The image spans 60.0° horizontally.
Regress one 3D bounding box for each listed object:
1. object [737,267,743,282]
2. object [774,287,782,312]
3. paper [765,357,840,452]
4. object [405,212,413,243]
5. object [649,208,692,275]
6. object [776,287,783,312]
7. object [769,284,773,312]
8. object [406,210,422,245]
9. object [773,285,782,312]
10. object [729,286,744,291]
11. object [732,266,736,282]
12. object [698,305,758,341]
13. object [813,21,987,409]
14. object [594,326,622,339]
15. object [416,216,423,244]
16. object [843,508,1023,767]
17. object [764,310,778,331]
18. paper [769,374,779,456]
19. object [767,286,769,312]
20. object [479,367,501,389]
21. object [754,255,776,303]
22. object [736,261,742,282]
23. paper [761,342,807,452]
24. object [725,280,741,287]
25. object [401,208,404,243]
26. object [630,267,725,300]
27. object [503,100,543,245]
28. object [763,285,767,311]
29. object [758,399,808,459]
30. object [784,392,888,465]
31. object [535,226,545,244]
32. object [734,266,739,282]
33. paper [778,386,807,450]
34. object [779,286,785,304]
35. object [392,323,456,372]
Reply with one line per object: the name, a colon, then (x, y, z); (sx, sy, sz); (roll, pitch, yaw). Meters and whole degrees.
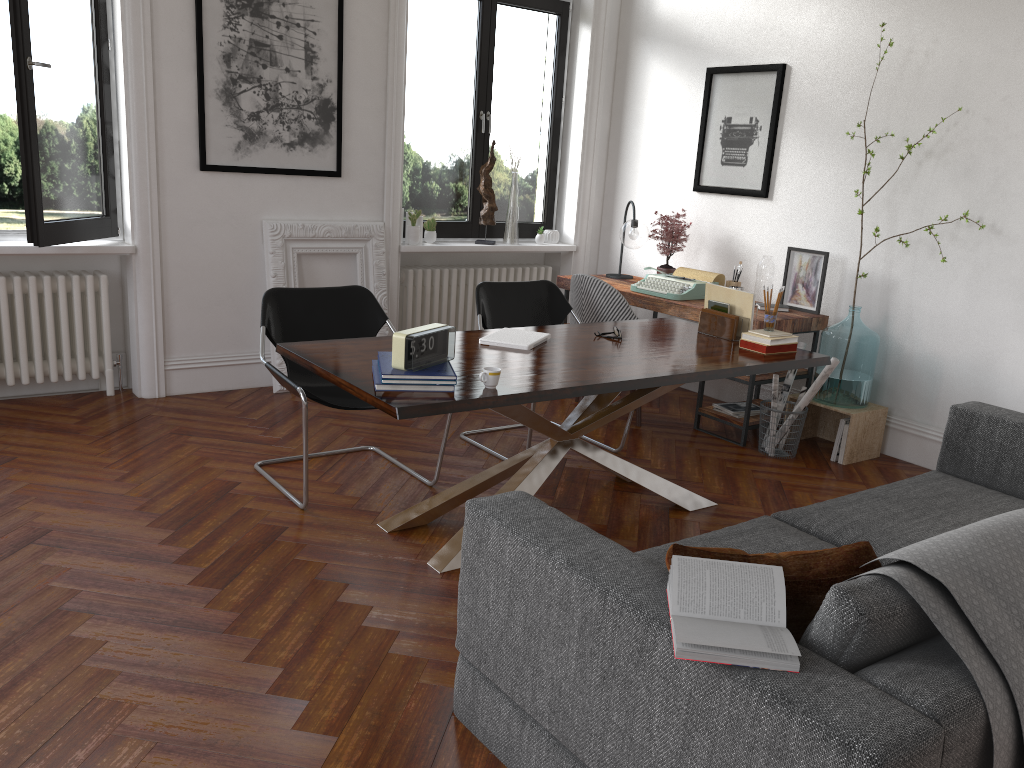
object: (1.444, -0.650, 5.687); (0.054, 0.208, 0.008); (15, 19, 35)
object: (1.209, -0.350, 4.068); (0.008, 0.194, 0.049); (0, 16, -12)
paper: (1.599, 0.126, 4.903); (0.329, 0.613, 0.047); (14, 18, 32)
object: (-0.719, -1.092, 6.200); (0.051, 0.214, 0.051); (3, 15, -2)
object: (1.076, -0.951, 6.117); (0.290, 0.532, 0.307); (6, 15, 8)
object: (1.221, -0.353, 4.076); (0.008, 0.196, 0.036); (-3, 17, -23)
object: (1.198, -0.366, 4.118); (0.008, 0.196, 0.032); (6, 15, 7)
object: (-0.680, -1.085, 6.122); (0.098, 0.245, 0.102); (13, 18, 30)
object: (1.222, -0.361, 4.109); (0.038, 0.196, 0.008); (1, 15, -10)
object: (1.386, -0.552, 5.506); (0.093, 0.102, 0.093); (-10, 20, -43)
object: (1.421, -0.656, 5.704); (0.008, 0.208, 0.054); (9, 16, 18)
object: (1.053, -0.317, 4.334); (0.149, 0.167, 0.227); (-7, 18, -35)
object: (2.108, -0.860, 4.764); (0.805, 2.069, 0.352); (14, 18, 33)
object: (0.459, -0.242, 4.129); (0.132, 0.047, 0.114); (8, 15, 16)
object: (-0.652, -1.081, 6.224); (0.051, 0.189, 0.051); (3, 15, -2)
object: (1.084, 0.533, 1.919); (0.751, 0.390, 0.398); (-6, 18, -35)
object: (1.196, -0.293, 4.111); (0.058, 0.091, 0.058); (16, 19, 39)
paper: (1.464, 0.179, 4.961); (0.073, 0.481, 0.033); (4, 15, 0)
object: (1.178, -0.355, 4.078); (0.049, 0.194, 0.008); (-5, 18, -31)
object: (-0.080, -0.021, 3.069); (0.082, 0.065, 0.064); (0, 15, -15)
object: (1.566, -0.642, 5.500); (0.111, 0.304, 0.111); (4, 15, 0)
object: (1.448, -0.669, 5.695); (0.028, 0.240, 0.023); (-8, 19, -38)
paper: (1.558, 0.075, 5.094); (0.293, 0.629, 0.047); (-10, 21, -42)
object: (1.418, -0.603, 5.698); (0.058, 0.114, 0.075); (-7, 18, -35)
object: (-0.783, -1.103, 6.174); (0.051, 0.239, 0.051); (3, 15, -2)
object: (1.043, -0.667, 5.754); (0.484, 0.149, 0.532); (-7, 18, -36)
object: (0.075, -1.561, 6.558); (0.295, 1.059, 0.288); (-6, 18, -32)
object: (1.174, -0.361, 4.103); (0.049, 0.194, 0.008); (10, 16, 22)
object: (1.524, 0.269, 5.037); (0.260, 0.306, 0.259); (9, 16, 17)
object: (1.872, 0.252, 5.167); (0.341, 0.318, 0.433); (-7, 18, -35)
object: (0.217, -1.145, 6.820); (0.072, 0.135, 0.071); (1, 15, -11)
object: (1.433, -0.655, 5.708); (0.008, 0.208, 0.054); (17, 20, 39)
paper: (1.605, 0.201, 5.083); (0.126, 0.390, 0.025); (0, 16, -14)
object: (1.227, -0.357, 4.099); (0.044, 0.195, 0.008); (2, 15, -6)
object: (-0.301, -0.129, 3.074); (0.081, 0.126, 0.274); (11, 16, 26)
